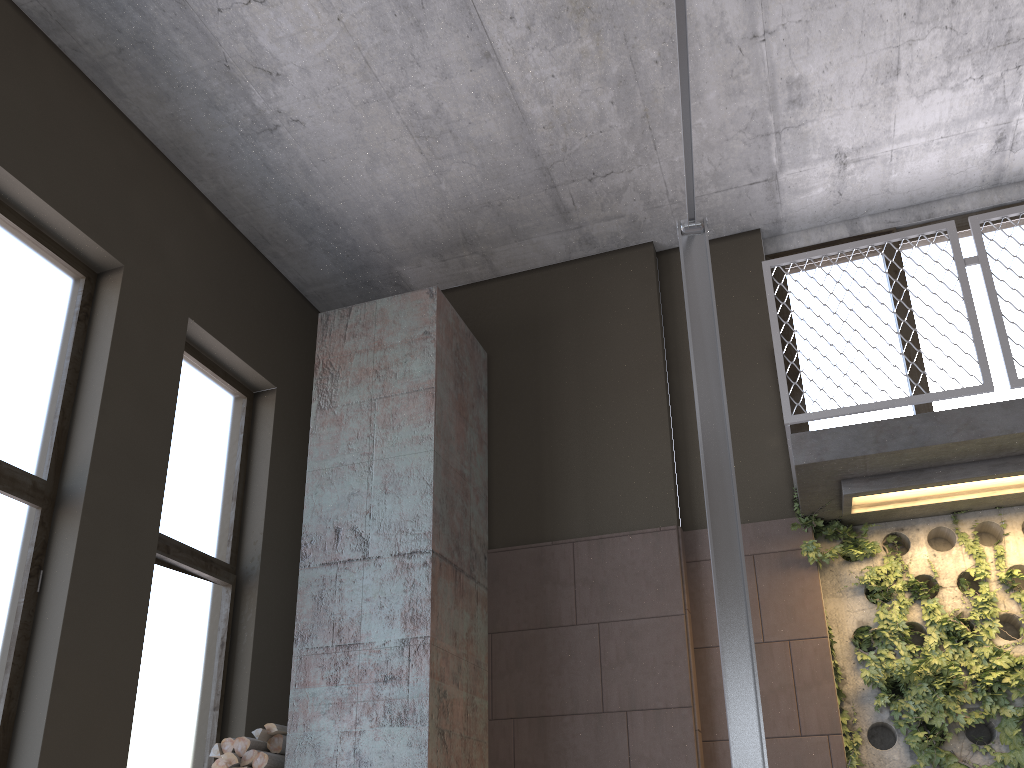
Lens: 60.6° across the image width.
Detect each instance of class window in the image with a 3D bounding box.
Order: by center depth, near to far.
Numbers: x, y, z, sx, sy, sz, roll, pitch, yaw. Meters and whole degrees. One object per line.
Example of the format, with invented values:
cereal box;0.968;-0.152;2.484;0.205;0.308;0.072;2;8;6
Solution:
window;-3.178;-0.251;0.976;0.210;3.939;9.682;-7;-28;16
window;3.348;-0.358;4.857;3.591;1.656;0.115;-10;-24;18

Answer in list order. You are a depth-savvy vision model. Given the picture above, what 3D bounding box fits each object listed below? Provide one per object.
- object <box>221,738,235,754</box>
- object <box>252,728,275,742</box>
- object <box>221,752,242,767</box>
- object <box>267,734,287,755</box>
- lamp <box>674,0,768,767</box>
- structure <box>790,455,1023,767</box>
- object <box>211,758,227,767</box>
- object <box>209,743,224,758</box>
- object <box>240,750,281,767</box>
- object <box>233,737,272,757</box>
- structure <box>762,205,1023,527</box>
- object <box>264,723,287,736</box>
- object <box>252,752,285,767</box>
object;-1.416;2.002;4.789;0.091;0.085;0.479;-8;-29;15
object;-1.285;1.927;4.759;0.065;0.069;0.378;-8;-29;15
object;-1.387;2.041;4.714;0.113;0.075;0.457;-9;-29;16
object;-1.206;1.977;4.774;0.100;0.102;0.309;-9;-29;17
lamp;0.307;0.087;0.773;0.757;3.237;2.774;-3;-25;6
structure;2.772;1.897;3.863;2.646;3.613;1.053;-9;-24;18
object;-1.467;2.085;4.775;0.123;0.065;0.382;-10;-29;17
object;-1.485;2.013;4.777;0.068;0.065;0.445;-9;-29;16
object;-1.294;2.010;4.676;0.104;0.079;0.381;-9;-29;16
object;-1.358;1.952;4.684;0.104;0.097;0.307;-9;-29;16
structure;2.942;0.770;2.898;3.709;4.081;3.186;-9;-26;18
object;-1.219;1.896;4.776;0.088;0.053;0.349;-9;-29;16
object;-1.213;2.026;4.668;0.094;0.088;0.460;-9;-29;16
